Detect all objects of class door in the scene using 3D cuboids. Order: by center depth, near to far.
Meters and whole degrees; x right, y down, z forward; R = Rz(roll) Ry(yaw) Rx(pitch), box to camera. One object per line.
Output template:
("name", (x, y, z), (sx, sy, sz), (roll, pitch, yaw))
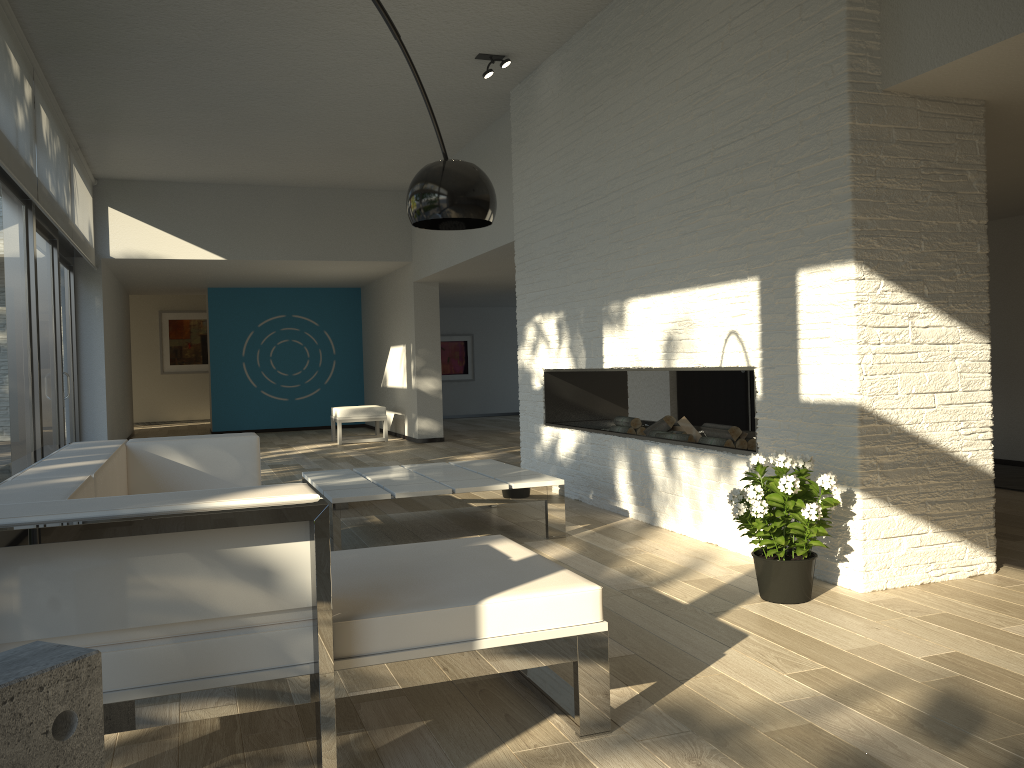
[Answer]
("door", (-2.331, -0.159, 6.132), (19.443, 2.373, 22.949), (-2, 1, -20))
("door", (2.063, -0.318, 9.034), (0.920, 1.947, 0.108), (-2, 1, -20))

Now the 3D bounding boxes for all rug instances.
("rug", (3.663, 0.667, 6.155), (0.979, 0.011, 1.999), (-2, 1, -20))

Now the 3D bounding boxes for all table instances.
("table", (-0.500, 0.676, 5.064), (1.220, 0.305, 1.220), (-2, 1, -20))

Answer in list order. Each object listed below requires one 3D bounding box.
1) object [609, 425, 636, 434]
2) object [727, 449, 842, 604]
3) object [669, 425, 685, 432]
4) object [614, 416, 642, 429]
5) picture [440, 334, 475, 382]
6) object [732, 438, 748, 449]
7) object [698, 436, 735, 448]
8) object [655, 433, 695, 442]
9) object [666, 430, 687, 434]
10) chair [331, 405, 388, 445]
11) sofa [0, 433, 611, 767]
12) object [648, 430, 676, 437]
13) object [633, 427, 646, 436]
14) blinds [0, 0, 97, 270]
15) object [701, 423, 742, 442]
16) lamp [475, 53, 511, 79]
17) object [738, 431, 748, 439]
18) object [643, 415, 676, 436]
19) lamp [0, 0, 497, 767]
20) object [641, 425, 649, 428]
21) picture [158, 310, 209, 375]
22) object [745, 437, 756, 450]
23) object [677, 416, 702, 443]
("object", (0.727, 0.317, 5.855), (0.075, 0.074, 0.245), (-2, 1, -21))
("object", (1.041, 0.541, 3.404), (0.405, 0.571, 0.431), (-2, 1, 2))
("object", (1.011, 0.277, 5.409), (0.064, 0.060, 0.229), (-2, 1, -19))
("object", (0.763, 0.252, 5.866), (0.082, 0.073, 0.237), (-2, 1, -21))
("picture", (-1.115, -0.454, 15.544), (0.959, 0.828, 0.017), (-2, 1, -20))
("object", (1.179, 0.326, 4.828), (0.076, 0.076, 0.236), (-2, 1, -21))
("object", (1.106, 0.329, 4.815), (0.075, 0.074, 0.245), (-2, 1, -21))
("object", (0.942, 0.326, 5.158), (0.075, 0.074, 0.245), (-3, 1, -41))
("object", (0.985, 0.320, 5.363), (0.076, 0.076, 0.236), (-2, 1, -21))
("chair", (-1.953, 0.511, 11.304), (0.611, 0.442, 0.610), (-2, 1, -20))
("sofa", (-0.870, 0.562, 2.994), (1.546, 0.654, 2.404), (-2, 1, -20))
("object", (0.911, 0.323, 5.350), (0.075, 0.074, 0.245), (-2, 1, -21))
("object", (0.801, 0.314, 5.868), (0.076, 0.076, 0.236), (-2, 1, -21))
("blinds", (-2.512, -1.648, 4.102), (0.056, 0.984, 11.529), (-2, 1, -20))
("object", (1.137, 0.262, 4.828), (0.093, 0.088, 0.260), (-2, 1, -21))
("lamp", (-0.123, -2.185, 6.112), (0.234, 0.153, 0.135), (-2, 1, -20))
("object", (1.206, 0.283, 4.874), (0.064, 0.060, 0.229), (-2, 1, -19))
("object", (0.910, 0.272, 5.456), (0.093, 0.170, 0.271), (-2, 1, -21))
("lamp", (-0.458, -0.123, 2.088), (0.282, 2.024, 1.754), (-1, 1, 23))
("object", (0.872, 0.311, 5.905), (0.082, 0.073, 0.237), (-2, 1, -21))
("picture", (-5.911, -0.793, 16.733), (1.378, 1.191, 0.017), (-2, 1, -20))
("object", (1.250, 0.323, 4.865), (0.082, 0.073, 0.237), (-2, 1, -21))
("object", (1.054, 0.276, 5.210), (0.064, 0.165, 0.225), (-2, 1, -21))
